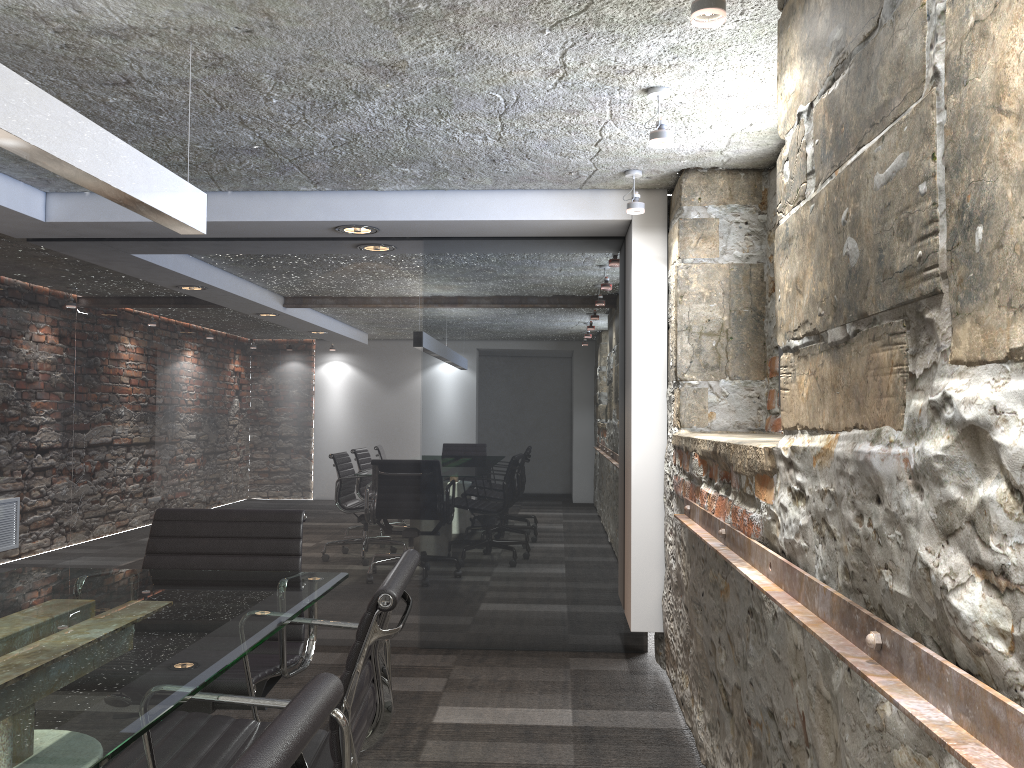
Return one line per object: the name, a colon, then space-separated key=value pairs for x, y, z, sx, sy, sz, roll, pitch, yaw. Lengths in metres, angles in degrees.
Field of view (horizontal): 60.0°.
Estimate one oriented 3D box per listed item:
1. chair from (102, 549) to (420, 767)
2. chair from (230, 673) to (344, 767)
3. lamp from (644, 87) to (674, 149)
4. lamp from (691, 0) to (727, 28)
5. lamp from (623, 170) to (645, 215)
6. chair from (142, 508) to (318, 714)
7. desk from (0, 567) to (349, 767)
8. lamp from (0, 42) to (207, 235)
chair: x=-0.496 y=0.775 z=1.725 sx=0.667 sy=0.837 sz=0.693 roll=1 pitch=-2 yaw=-10
chair: x=-0.500 y=0.740 z=0.789 sx=0.667 sy=0.837 sz=0.693 roll=1 pitch=-2 yaw=-6
lamp: x=0.462 y=-0.830 z=2.770 sx=0.077 sy=0.165 sz=0.098 roll=-1 pitch=-3 yaw=36
lamp: x=0.417 y=-0.862 z=1.900 sx=0.077 sy=0.165 sz=0.098 roll=-1 pitch=-3 yaw=36
lamp: x=0.509 y=-0.796 z=3.689 sx=0.077 sy=0.165 sz=0.098 roll=-1 pitch=-3 yaw=36
chair: x=-0.894 y=0.800 z=2.493 sx=0.693 sy=0.837 sz=0.667 roll=1 pitch=-2 yaw=-7
desk: x=-0.973 y=0.802 z=0.824 sx=0.909 sy=0.711 sz=3.154 roll=0 pitch=-2 yaw=3
lamp: x=-0.958 y=-0.732 z=0.882 sx=0.073 sy=0.524 sz=3.159 roll=0 pitch=-2 yaw=3
